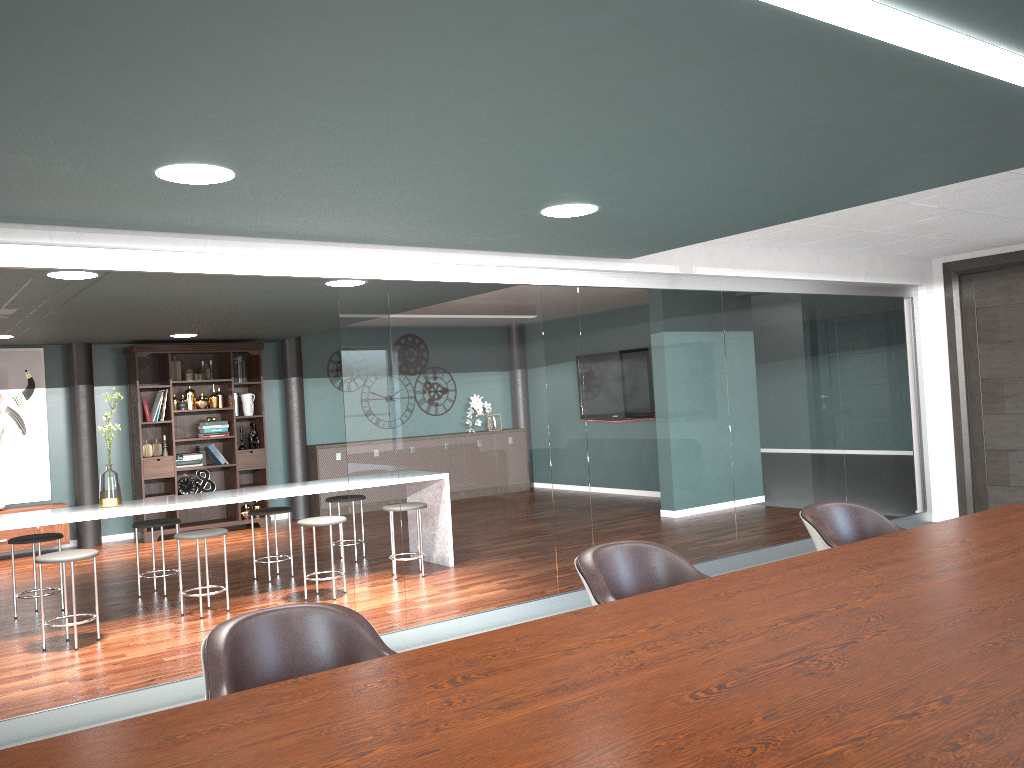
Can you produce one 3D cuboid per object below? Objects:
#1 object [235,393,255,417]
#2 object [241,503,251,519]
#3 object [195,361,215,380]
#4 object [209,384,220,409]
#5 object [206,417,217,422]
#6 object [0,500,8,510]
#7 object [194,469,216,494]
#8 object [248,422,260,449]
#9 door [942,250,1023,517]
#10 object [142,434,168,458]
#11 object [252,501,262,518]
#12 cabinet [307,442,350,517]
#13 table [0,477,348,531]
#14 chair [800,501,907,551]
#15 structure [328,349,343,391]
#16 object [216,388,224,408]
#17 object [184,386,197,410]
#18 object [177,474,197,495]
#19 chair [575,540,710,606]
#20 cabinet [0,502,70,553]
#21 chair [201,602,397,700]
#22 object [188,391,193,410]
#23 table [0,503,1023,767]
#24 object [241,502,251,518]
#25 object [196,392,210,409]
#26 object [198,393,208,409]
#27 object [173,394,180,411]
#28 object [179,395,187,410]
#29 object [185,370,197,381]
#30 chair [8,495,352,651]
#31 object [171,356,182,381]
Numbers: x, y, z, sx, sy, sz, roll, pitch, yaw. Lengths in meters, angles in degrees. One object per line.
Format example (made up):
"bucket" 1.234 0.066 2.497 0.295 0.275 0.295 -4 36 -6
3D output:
"object" -2.940 0.222 9.715 0.268 0.262 0.137 -3 -1 4
"object" -2.861 1.366 9.545 0.144 0.175 0.073 -3 -1 -34
"object" -3.290 -0.144 9.445 0.196 0.221 0.184 -3 -1 -36
"object" -3.174 0.132 9.451 0.108 0.256 0.108 -3 -1 -1
"object" -3.216 0.377 9.476 0.104 0.052 0.100 -3 -1 -32
"object" -4.901 1.144 8.387 0.245 0.112 0.261 -3 -1 -28
"object" -3.284 1.038 9.447 0.233 0.268 0.051 -3 -1 -36
"object" -2.847 0.562 9.704 0.116 0.286 0.215 -3 -1 -40
"door" 3.991 0.033 6.963 0.139 2.130 1.038 -3 -1 -36
"object" -3.686 0.636 9.114 0.250 0.221 0.186 -3 -1 -37
"object" -2.780 1.322 9.664 0.108 0.256 0.108 -3 -1 -1
"cabinet" -4.894 1.244 8.340 12.287 0.820 0.402 -3 -1 -36
"table" -2.493 1.121 5.582 4.577 0.699 0.609 -3 -1 -36
"chair" 1.347 0.829 3.246 0.535 0.761 0.518 -3 -1 -30
"structure" -1.461 -0.035 11.102 1.791 1.178 0.017 -3 -1 -36
"object" -3.159 0.150 9.575 0.092 0.222 0.092 -3 -1 -1
"object" -3.395 0.147 9.357 0.114 0.251 0.114 -3 -1 -10
"object" -3.394 1.055 9.224 0.224 0.238 0.159 -3 -1 -36
"chair" 0.448 0.871 2.591 0.523 0.761 0.533 -4 -1 36
"cabinet" -4.872 1.388 8.372 1.200 0.379 0.368 -3 -1 -36
"chair" -0.428 0.913 1.973 0.535 0.761 0.518 -3 -1 -30
"object" -3.357 0.173 9.254 0.040 0.191 0.040 -3 -1 -26
"table" -0.311 0.920 0.984 6.694 0.706 1.374 -3 -1 -36
"object" -2.899 1.373 9.668 0.099 0.169 0.099 -4 -1 29
"object" -3.255 0.175 9.331 0.144 0.175 0.073 -3 -1 -34
"object" -3.293 0.183 9.455 0.099 0.169 0.099 -4 -1 29
"object" -3.529 0.192 9.280 0.105 0.172 0.105 -3 -1 -40
"object" -3.429 0.192 9.237 0.079 0.161 0.080 -3 -1 -10
"object" -3.395 -0.092 9.353 0.096 0.126 0.106 -4 -1 15
"chair" -2.497 1.217 5.646 4.029 0.512 1.479 -3 -1 -36
"object" -3.526 -0.159 9.298 0.104 0.273 0.104 -3 -1 0
